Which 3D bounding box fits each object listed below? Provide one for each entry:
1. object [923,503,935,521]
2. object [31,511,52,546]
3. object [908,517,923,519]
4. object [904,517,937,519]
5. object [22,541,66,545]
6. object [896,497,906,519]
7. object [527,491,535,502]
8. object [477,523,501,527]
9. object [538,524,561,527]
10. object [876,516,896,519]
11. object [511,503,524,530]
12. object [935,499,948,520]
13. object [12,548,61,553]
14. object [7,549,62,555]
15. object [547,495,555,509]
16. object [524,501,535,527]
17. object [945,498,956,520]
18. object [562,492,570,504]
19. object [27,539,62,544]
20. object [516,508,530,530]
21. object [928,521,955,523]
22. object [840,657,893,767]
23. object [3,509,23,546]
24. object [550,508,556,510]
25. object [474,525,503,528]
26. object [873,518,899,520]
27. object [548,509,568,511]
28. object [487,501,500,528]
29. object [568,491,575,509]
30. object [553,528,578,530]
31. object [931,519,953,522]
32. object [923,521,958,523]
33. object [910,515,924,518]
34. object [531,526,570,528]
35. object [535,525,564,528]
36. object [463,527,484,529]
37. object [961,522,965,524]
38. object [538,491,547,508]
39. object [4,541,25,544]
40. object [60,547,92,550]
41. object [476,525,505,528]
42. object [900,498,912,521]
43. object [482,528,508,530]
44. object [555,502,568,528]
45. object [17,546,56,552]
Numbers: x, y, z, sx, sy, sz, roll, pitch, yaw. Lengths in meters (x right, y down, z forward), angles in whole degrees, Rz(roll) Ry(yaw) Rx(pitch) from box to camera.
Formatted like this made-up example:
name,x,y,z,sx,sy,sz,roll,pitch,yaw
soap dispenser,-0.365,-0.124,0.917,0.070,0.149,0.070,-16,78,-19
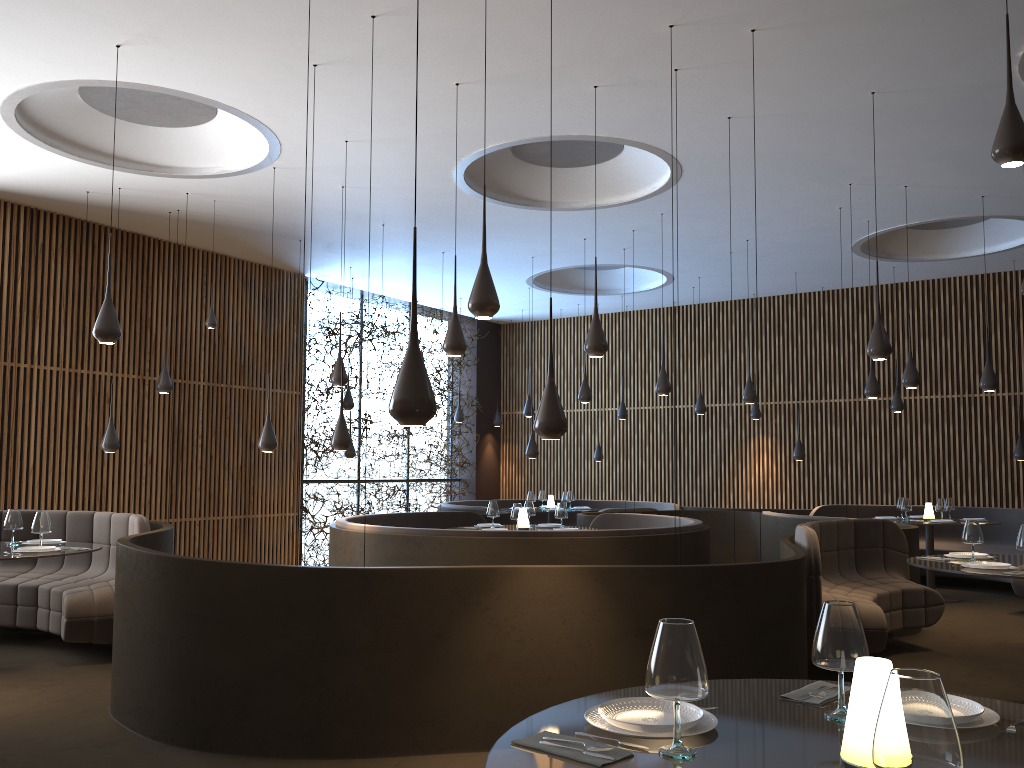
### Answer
name,x,y,z,sx,sy,sz,roll,pitch,yaw
object,5.525,1.691,11.747,0.142,0.232,0.145,-2,-5,25
object,-3.685,1.148,6.942,0.142,0.295,0.142,-3,-5,36
object,5.634,1.846,12.243,0.332,0.014,0.332,2,-6,-18
object,5.639,1.848,12.242,0.411,0.012,0.205,-1,-6,16
object,-3.900,1.328,7.395,0.332,0.014,0.332,-2,-6,25
object,5.341,1.698,12.141,0.142,0.295,0.142,2,-5,-25
object,0.308,1.891,14.374,0.142,0.295,0.142,-2,-5,28
object,-0.258,1.580,9.901,0.263,0.029,0.263,0,-6,0
object,0.424,1.588,9.943,0.263,0.029,0.263,-3,-6,29
object,5.029,1.803,11.928,0.263,0.029,0.263,-4,-7,40
object,0.057,1.378,9.123,0.142,0.295,0.142,1,-4,-5
object,5.588,1.640,11.534,0.142,0.295,0.142,3,-5,-29
object,-3.600,1.263,6.716,0.332,0.014,0.332,0,-6,4
object,-3.602,1.264,6.711,0.204,0.012,0.411,-2,-6,22
object,0.642,1.948,14.624,0.142,0.232,0.145,-1,-5,14
object,0.192,1.459,9.939,0.142,0.295,0.142,3,-5,-35
object,5.911,1.684,11.973,0.142,0.295,0.142,2,-5,-20
object,0.868,1.884,14.275,0.142,0.295,0.142,-2,-5,26
object,-3.900,1.319,7.396,0.263,0.029,0.263,0,-6,-1
object,0.118,1.449,9.534,0.144,0.232,0.142,4,-6,-41
object,5.437,1.745,11.217,0.332,0.014,0.332,3,-6,-25
object,0.777,0.708,1.897,0.142,0.232,0.145,-1,-5,11
object,-4.114,1.182,7.314,0.142,0.295,0.142,0,-4,1
object,0.730,1.992,14.078,0.263,0.029,0.263,-4,-7,39
object,-0.258,1.590,9.900,0.332,0.014,0.332,-5,-7,41
object,5.029,1.813,11.927,0.332,0.014,0.332,-2,-6,21
object,0.730,2.002,14.077,0.332,0.014,0.332,-2,-6,19
object,-0.206,1.432,9.683,0.142,0.295,0.142,0,-4,0
object,0.978,1.942,14.862,0.142,0.295,0.142,1,-4,-13
object,0.560,1.516,9.205,0.263,0.029,0.263,5,-7,-41
object,5.437,1.736,11.218,0.263,0.029,0.263,-2,-6,23
object,5.433,1.747,11.217,0.410,0.012,0.205,-1,-6,12
object,5.634,1.837,12.243,0.263,0.029,0.263,2,-6,-21
object,0.428,1.598,9.939,0.411,0.012,0.204,-4,-7,40
object,0.424,1.597,9.942,0.332,0.014,0.332,5,-7,-39
object,-0.446,1.573,9.663,0.262,0.017,0.126,-4,-7,35
object,5.721,1.744,11.113,0.126,0.017,0.262,-1,-6,17
object,0.513,1.949,14.958,0.142,0.295,0.142,-3,-5,33
object,-4.167,1.348,7.537,0.126,0.017,0.262,-2,-6,24
object,-3.451,1.297,6.978,0.262,0.017,0.127,-2,-6,26
object,-0.256,1.591,9.904,0.204,0.012,0.411,-3,-6,31
object,5.194,1.652,11.677,0.142,0.295,0.142,-1,-5,21
object,-0.175,1.501,9.086,0.263,0.029,0.263,5,-8,-42
object,0.526,1.412,9.444,0.142,0.295,0.142,0,-4,4
object,-3.600,1.254,6.717,0.263,0.029,0.263,-1,-6,10
